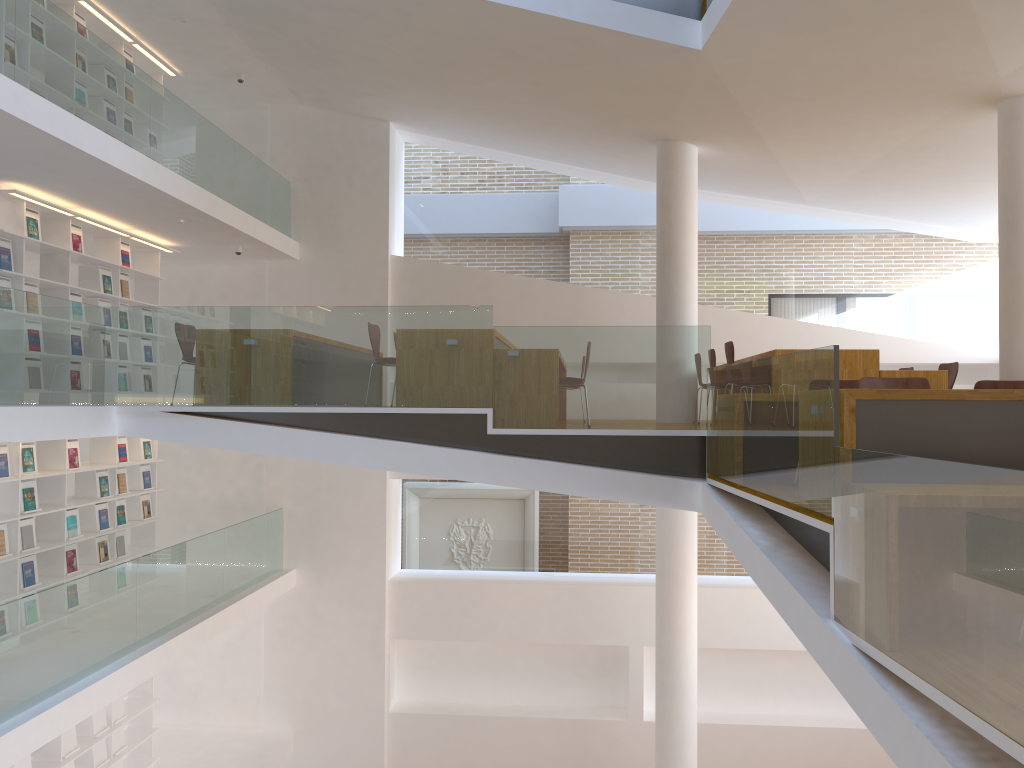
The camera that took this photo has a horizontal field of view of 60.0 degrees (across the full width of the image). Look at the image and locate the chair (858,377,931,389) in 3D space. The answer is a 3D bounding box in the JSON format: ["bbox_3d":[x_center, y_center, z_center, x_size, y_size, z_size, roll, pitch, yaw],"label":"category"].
[{"bbox_3d":[2.108,0.304,4.757,0.428,0.693,0.381,0,-1,5],"label":"chair"}]

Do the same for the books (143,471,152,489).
[{"bbox_3d":[-4.078,1.083,9.916,0.037,0.210,0.145,0,-1,5],"label":"books"}]

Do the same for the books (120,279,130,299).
[{"bbox_3d":[-4.112,-0.997,9.428,0.037,0.210,0.145,0,-1,5],"label":"books"}]

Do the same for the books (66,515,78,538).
[{"bbox_3d":[-4.199,1.363,8.469,0.037,0.210,0.145,0,-1,5],"label":"books"}]

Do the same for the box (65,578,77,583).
[{"bbox_3d":[-4.304,1.986,8.466,0.274,0.296,0.245,0,-1,5],"label":"box"}]

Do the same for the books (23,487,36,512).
[{"bbox_3d":[-4.247,1.021,7.806,0.037,0.210,0.145,0,-1,5],"label":"books"}]

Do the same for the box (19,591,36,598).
[{"bbox_3d":[-4.355,1.972,7.833,0.274,0.296,0.245,0,-1,5],"label":"box"}]

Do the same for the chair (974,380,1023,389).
[{"bbox_3d":[3.037,0.327,5.571,0.428,0.693,0.381,0,-1,5],"label":"chair"}]

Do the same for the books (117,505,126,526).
[{"bbox_3d":[-4.124,1.390,9.359,0.037,0.210,0.145,0,-1,5],"label":"books"}]

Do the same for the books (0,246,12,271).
[{"bbox_3d":[-4.267,-1.043,7.466,0.037,0.210,0.145,0,-1,5],"label":"books"}]

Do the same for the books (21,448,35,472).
[{"bbox_3d":[-4.250,0.667,7.791,0.037,0.210,0.145,0,-1,5],"label":"books"}]

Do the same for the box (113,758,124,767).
[{"bbox_3d":[-4.243,4.043,9.330,0.274,0.296,0.245,0,-1,5],"label":"box"}]

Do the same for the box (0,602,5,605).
[{"bbox_3d":[-4.389,1.963,7.407,0.274,0.296,0.245,0,-1,5],"label":"box"}]

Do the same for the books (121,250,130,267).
[{"bbox_3d":[-4.111,-1.312,9.435,0.037,0.210,0.145,0,-1,5],"label":"books"}]

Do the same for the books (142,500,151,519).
[{"bbox_3d":[-4.080,1.408,9.912,0.037,0.210,0.145,0,-1,5],"label":"books"}]

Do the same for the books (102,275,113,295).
[{"bbox_3d":[-4.140,-1.005,9.079,0.037,0.210,0.145,0,-1,5],"label":"books"}]

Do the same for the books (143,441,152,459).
[{"bbox_3d":[-4.079,0.747,9.924,0.037,0.210,0.145,0,-1,5],"label":"books"}]

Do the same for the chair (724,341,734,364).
[{"bbox_3d":[1.908,0.012,7.110,0.381,0.693,0.428,0,-1,5],"label":"chair"}]

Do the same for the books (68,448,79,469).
[{"bbox_3d":[-4.195,0.719,8.483,0.037,0.210,0.145,0,-1,5],"label":"books"}]

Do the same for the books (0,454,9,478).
[{"bbox_3d":[-4.276,0.692,7.434,0.037,0.210,0.145,0,-1,5],"label":"books"}]

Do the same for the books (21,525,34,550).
[{"bbox_3d":[-4.250,1.352,7.784,0.037,0.210,0.145,0,-1,5],"label":"books"}]

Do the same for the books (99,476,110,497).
[{"bbox_3d":[-4.152,1.046,9.033,0.037,0.210,0.145,0,-1,5],"label":"books"}]

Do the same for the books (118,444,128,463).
[{"bbox_3d":[-4.122,0.740,9.389,0.037,0.210,0.145,0,-1,5],"label":"books"}]

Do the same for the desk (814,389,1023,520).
[{"bbox_3d":[3.085,0.541,3.928,3.216,1.022,1.248,0,-1,5],"label":"desk"}]

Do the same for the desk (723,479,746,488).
[{"bbox_3d":[3.162,0.380,5.964,3.356,0.606,0.760,0,-1,5],"label":"desk"}]

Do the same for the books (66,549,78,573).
[{"bbox_3d":[-4.200,1.691,8.461,0.037,0.210,0.145,0,-1,5],"label":"books"}]

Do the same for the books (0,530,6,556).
[{"bbox_3d":[-4.284,1.334,7.403,0.037,0.210,0.145,0,-1,5],"label":"books"}]

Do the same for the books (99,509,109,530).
[{"bbox_3d":[-4.151,1.383,9.025,0.037,0.210,0.145,0,-1,5],"label":"books"}]

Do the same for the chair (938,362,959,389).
[{"bbox_3d":[3.442,0.169,7.338,0.381,0.693,0.428,0,-1,5],"label":"chair"}]

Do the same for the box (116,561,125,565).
[{"bbox_3d":[-4.231,2.007,9.376,0.274,0.296,0.245,0,-1,5],"label":"box"}]

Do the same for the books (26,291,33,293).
[{"bbox_3d":[-4.243,-0.707,7.819,0.037,0.210,0.145,0,-1,5],"label":"books"}]

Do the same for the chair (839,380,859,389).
[{"bbox_3d":[2.068,0.324,5.649,0.428,0.693,0.381,0,-1,5],"label":"chair"}]

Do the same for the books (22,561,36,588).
[{"bbox_3d":[-4.250,1.672,7.801,0.037,0.210,0.145,0,-1,5],"label":"books"}]

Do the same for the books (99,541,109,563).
[{"bbox_3d":[-4.152,1.708,9.021,0.037,0.210,0.145,0,-1,5],"label":"books"}]

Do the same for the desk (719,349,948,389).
[{"bbox_3d":[2.723,0.159,8.181,1.247,0.762,3.194,0,-1,5],"label":"desk"}]

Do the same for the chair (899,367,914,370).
[{"bbox_3d":[3.519,0.192,8.306,0.381,0.693,0.428,0,-1,5],"label":"chair"}]

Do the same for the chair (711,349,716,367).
[{"bbox_3d":[1.986,0.034,8.078,0.381,0.693,0.428,0,-1,5],"label":"chair"}]

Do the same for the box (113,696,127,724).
[{"bbox_3d":[-4.240,3.386,9.335,0.274,0.296,0.245,0,-1,5],"label":"box"}]

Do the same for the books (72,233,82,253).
[{"bbox_3d":[-4.183,-1.332,8.529,0.037,0.210,0.145,0,-1,5],"label":"books"}]

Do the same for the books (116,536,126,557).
[{"bbox_3d":[-4.126,1.715,9.352,0.037,0.210,0.145,0,-1,5],"label":"books"}]

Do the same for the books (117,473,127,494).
[{"bbox_3d":[-4.124,1.054,9.382,0.037,0.210,0.145,0,-1,5],"label":"books"}]

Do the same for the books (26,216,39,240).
[{"bbox_3d":[-4.238,-1.364,7.844,0.037,0.210,0.145,0,-1,5],"label":"books"}]
